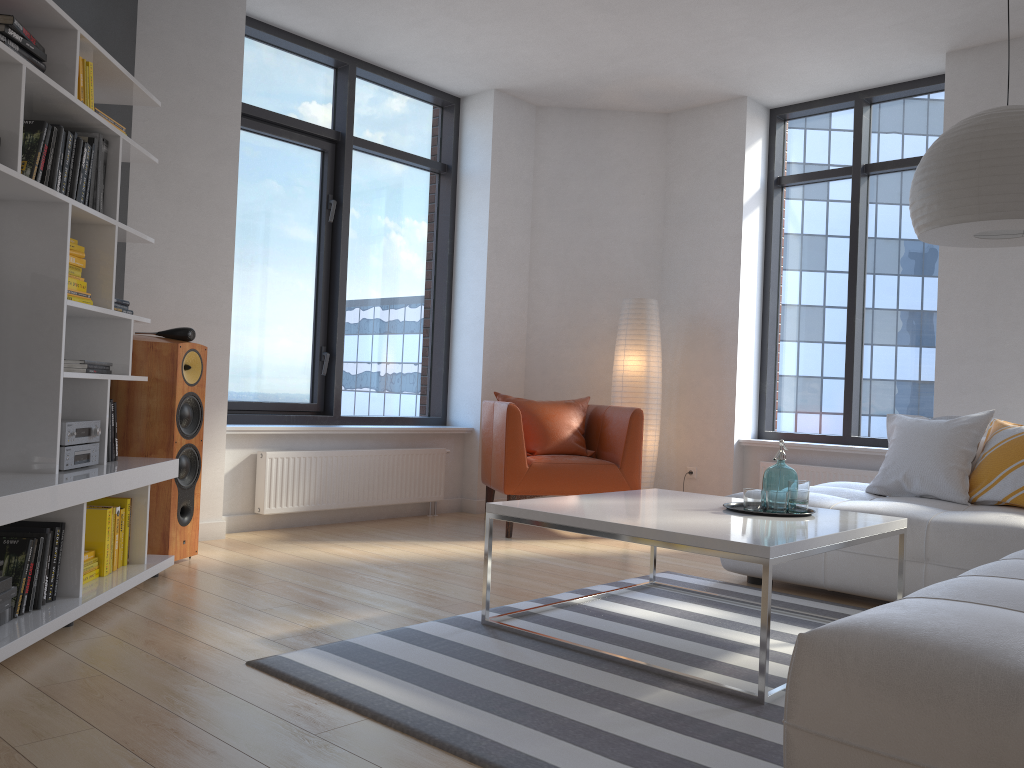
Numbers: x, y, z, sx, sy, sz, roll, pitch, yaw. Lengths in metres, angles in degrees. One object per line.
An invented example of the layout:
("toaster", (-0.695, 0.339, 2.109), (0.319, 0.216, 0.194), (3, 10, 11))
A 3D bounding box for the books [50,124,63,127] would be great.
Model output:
("books", (-1.658, -0.775, 3.048), (0.192, 0.254, 0.075), (2, -1, -3))

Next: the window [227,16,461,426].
("window", (-1.147, -0.935, 5.814), (0.170, 2.402, 1.960), (2, -1, 43))

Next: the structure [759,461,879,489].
("structure", (2.095, 0.772, 5.767), (1.015, 0.460, 0.110), (2, -1, 43))

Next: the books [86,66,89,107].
("books", (-1.592, -1.073, 3.219), (0.108, 0.161, 0.046), (2, -1, -4))

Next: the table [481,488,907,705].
("table", (0.668, 0.675, 3.207), (1.091, 0.435, 1.091), (2, -1, 43))

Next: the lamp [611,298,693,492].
("lamp", (1.089, 0.191, 6.156), (0.804, 1.550, 0.502), (2, -1, 3))

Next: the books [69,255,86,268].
("books", (-1.714, -0.463, 3.262), (0.176, 0.033, 0.239), (2, -1, 1))

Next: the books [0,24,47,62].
("books", (-1.646, -1.095, 2.845), (0.180, 0.026, 0.246), (2, -1, 0))

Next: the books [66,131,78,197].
("books", (-1.662, -0.776, 3.146), (0.197, 0.260, 0.066), (2, -1, -2))

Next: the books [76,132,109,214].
("books", (-1.696, -0.799, 3.385), (0.259, 0.321, 0.128), (2, -1, -2))

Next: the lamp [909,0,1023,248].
("lamp", (2.958, -0.322, 3.391), (3.199, 2.647, 0.710), (3, -1, -11))

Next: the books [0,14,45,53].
("books", (-1.656, -1.123, 2.842), (0.209, 0.030, 0.266), (3, -1, -9))

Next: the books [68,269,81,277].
("books", (-1.700, -0.417, 3.240), (0.145, 0.023, 0.217), (2, -1, 2))

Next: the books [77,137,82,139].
("books", (-1.662, -0.773, 3.191), (0.192, 0.254, 0.075), (2, -1, -3))

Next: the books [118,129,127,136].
("books", (-1.662, -1.006, 3.472), (0.194, 0.028, 0.257), (2, -1, 3))

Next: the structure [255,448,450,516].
("structure", (-0.948, 0.642, 5.591), (0.110, 0.460, 1.474), (2, -1, 43))

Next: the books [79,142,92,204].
("books", (-1.663, -0.770, 3.255), (0.191, 0.249, 0.084), (2, -1, -2))

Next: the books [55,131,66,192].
("books", (-1.653, -0.767, 3.075), (0.179, 0.243, 0.068), (2, -1, -4))

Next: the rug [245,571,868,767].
("rug", (0.591, 0.890, 2.949), (1.662, 0.016, 2.326), (2, -1, 42))

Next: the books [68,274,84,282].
("books", (-1.721, -0.400, 3.248), (0.189, 0.014, 0.251), (2, -1, 1))

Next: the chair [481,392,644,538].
("chair", (0.267, 0.493, 5.682), (0.896, 0.858, 0.843), (3, -1, -15))

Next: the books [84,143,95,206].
("books", (-1.665, -0.774, 3.289), (0.197, 0.260, 0.066), (2, -1, -2))

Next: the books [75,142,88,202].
("books", (-1.650, -0.767, 3.217), (0.179, 0.243, 0.071), (2, -1, -4))

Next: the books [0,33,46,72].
("books", (-1.674, -1.069, 2.840), (0.214, 0.030, 0.284), (2, -1, 1))

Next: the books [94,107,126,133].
("books", (-1.669, -1.032, 3.469), (0.203, 0.024, 0.257), (2, -1, 1))

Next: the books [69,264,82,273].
("books", (-1.717, -0.437, 3.251), (0.171, 0.019, 0.239), (2, -1, -2))

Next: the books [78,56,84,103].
("books", (-1.609, -1.084, 3.179), (0.132, 0.180, 0.054), (2, -1, -2))

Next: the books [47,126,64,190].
("books", (-1.631, -0.766, 3.026), (0.172, 0.242, 0.069), (2, -1, -2))

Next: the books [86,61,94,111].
("books", (-1.608, -1.086, 3.242), (0.141, 0.184, 0.064), (2, -1, -2))

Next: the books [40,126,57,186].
("books", (-1.642, -0.764, 2.991), (0.169, 0.233, 0.081), (2, -1, -3))

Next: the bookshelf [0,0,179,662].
("bookshelf", (-1.589, -0.230, 2.362), (0.455, 2.052, 3.000), (2, -1, -2))

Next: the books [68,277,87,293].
("books", (-1.708, -0.371, 3.250), (0.189, 0.042, 0.243), (2, -1, -2))

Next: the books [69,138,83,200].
("books", (-1.635, -0.764, 3.169), (0.172, 0.242, 0.069), (2, -1, -2))

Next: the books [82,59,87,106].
("books", (-1.603, -1.083, 3.200), (0.128, 0.178, 0.044), (2, -1, -3))

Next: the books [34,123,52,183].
("books", (-1.655, -0.765, 2.959), (0.187, 0.234, 0.096), (2, -1, -2))

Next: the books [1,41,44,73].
("books", (-1.655, -1.042, 2.838), (0.189, 0.020, 0.264), (2, -1, -4))

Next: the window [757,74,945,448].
("window", (2.361, -0.784, 6.054), (1.310, 2.402, 0.170), (2, -1, 43))

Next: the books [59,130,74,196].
("books", (-1.659, -0.772, 3.112), (0.191, 0.249, 0.084), (2, -1, -2))

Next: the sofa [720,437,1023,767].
("sofa", (1.621, 0.575, 2.967), (2.614, 0.732, 3.424), (2, -1, 42))

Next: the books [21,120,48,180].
("books", (-1.649, -0.766, 2.925), (0.182, 0.234, 0.104), (2, -1, -2))
